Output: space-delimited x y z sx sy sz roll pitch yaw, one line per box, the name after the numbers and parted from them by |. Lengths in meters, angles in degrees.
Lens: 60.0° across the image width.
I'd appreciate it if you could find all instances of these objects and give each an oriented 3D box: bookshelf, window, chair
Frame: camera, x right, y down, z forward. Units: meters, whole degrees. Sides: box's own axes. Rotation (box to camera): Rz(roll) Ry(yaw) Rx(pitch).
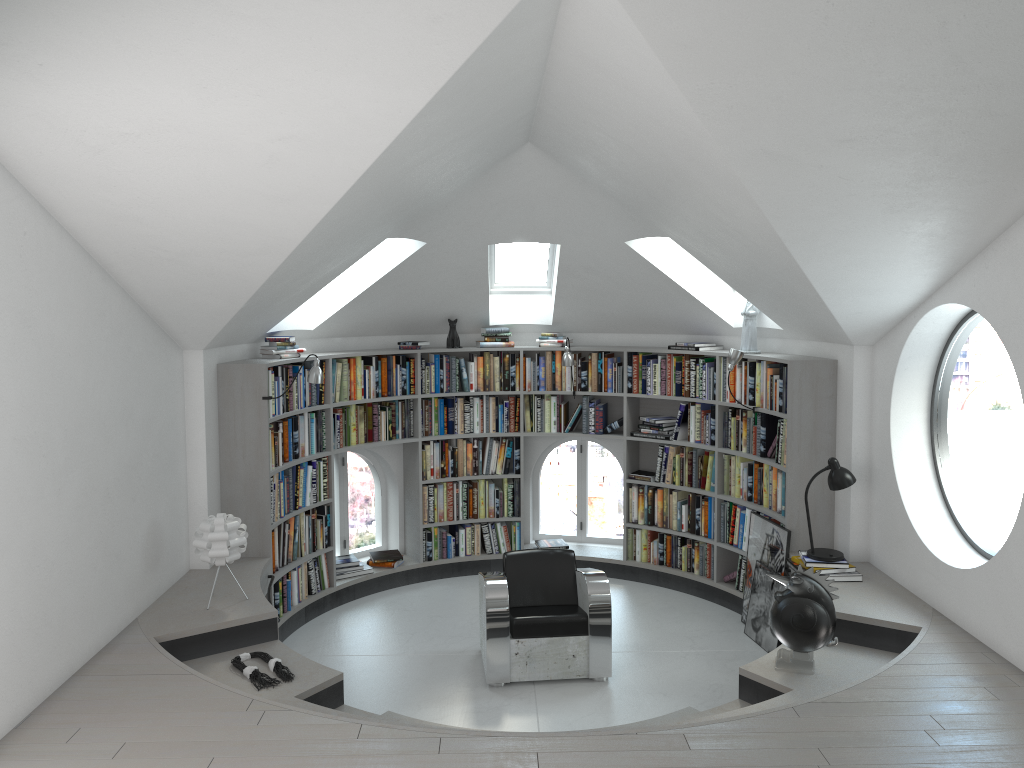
0.105 0.680 7.284 4.332 1.876 2.113 0 5 -1 | bookshelf
-0.425 1.020 8.154 3.231 1.148 0.618 -2 5 -15 | window
0.096 -1.084 7.164 4.055 0.712 1.937 0 5 -1 | window
2.757 0.271 4.973 0.104 1.467 1.474 0 5 -1 | window
0.204 1.563 6.068 0.823 0.718 0.743 -1 5 -6 | chair

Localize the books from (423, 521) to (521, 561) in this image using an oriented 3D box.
-0.389 1.397 8.088 1.019 0.306 0.288 -2 5 -16 | books

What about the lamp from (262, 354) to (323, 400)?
-1.530 -0.053 6.203 0.414 0.311 0.117 -1 4 -4 | lamp

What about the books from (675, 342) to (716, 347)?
1.554 -0.335 7.505 0.233 0.027 0.248 -3 6 -28 | books

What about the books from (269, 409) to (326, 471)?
-1.747 0.410 6.705 0.303 0.347 1.090 1 6 14 | books

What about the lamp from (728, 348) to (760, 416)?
1.754 -0.011 6.659 0.275 0.524 0.112 -1 4 -10 | lamp

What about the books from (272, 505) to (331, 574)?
-1.766 1.365 6.477 0.390 0.694 1.644 0 5 9 | books

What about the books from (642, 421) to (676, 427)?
1.300 0.341 7.772 0.214 0.036 0.227 -5 7 -41 | books

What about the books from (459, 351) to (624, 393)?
0.274 -0.122 8.019 1.565 0.366 0.394 0 5 4 | books

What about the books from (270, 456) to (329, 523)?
-1.711 0.789 6.695 0.260 0.358 1.022 1 6 16 | books

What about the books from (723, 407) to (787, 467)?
1.962 0.381 6.761 0.279 0.357 1.054 -2 6 -15 | books

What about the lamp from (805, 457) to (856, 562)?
2.071 0.806 5.775 0.322 0.659 0.234 1 4 14 | lamp

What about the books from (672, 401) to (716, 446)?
1.625 0.316 7.433 0.256 0.350 0.554 -5 7 -45 | books

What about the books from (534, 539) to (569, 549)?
0.366 1.486 8.198 0.268 0.029 0.253 -1 6 -11 | books

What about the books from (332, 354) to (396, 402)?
-1.325 -0.058 7.450 0.269 0.372 0.794 4 7 42 | books

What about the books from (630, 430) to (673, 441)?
1.300 0.436 7.779 0.388 0.042 0.366 4 7 39 | books

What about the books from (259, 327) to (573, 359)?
-0.788 -0.372 7.564 2.816 0.173 0.749 -4 6 -31 | books

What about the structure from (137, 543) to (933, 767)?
0.137 1.580 5.962 4.714 0.692 4.715 5 8 44 | structure

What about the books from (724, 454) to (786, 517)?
1.972 0.764 6.783 0.275 0.347 1.023 -2 6 -16 | books

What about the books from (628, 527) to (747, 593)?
1.580 1.446 7.456 0.360 0.310 1.499 -4 7 -39 | books

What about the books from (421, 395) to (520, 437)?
-0.403 0.268 8.054 1.028 0.358 0.301 -2 5 -15 | books

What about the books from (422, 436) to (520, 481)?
-0.390 0.650 8.040 0.998 0.351 0.298 -2 5 -18 | books

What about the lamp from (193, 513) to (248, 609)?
-1.739 1.045 5.307 0.305 0.524 0.306 -1 4 -13 | lamp

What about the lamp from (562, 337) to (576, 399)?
0.497 -0.133 7.754 0.113 0.565 0.358 0 4 6 | lamp

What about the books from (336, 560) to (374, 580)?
-1.435 1.581 7.582 0.366 0.042 0.388 -4 7 -34 | books

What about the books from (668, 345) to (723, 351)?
1.554 -0.307 7.507 0.317 0.036 0.336 -5 7 -38 | books

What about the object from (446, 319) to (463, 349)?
-0.514 -0.452 7.923 0.147 0.264 0.202 -1 5 -4 | object

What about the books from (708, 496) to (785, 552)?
1.939 1.138 6.871 0.304 0.358 1.186 -2 6 -20 | books

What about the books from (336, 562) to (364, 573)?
-1.435 1.547 7.580 0.269 0.031 0.286 -3 6 -25 | books

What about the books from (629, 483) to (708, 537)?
1.407 1.061 7.660 0.873 0.350 0.272 4 6 40 | books

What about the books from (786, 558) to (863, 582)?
2.038 1.216 5.809 0.365 0.042 0.389 0 6 -1 | books

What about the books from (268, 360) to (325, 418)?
-1.741 0.026 6.658 0.300 0.360 1.035 1 6 15 | books

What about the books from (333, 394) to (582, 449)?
-0.545 0.298 7.819 2.529 0.370 0.592 -2 6 -20 | books

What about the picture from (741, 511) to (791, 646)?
1.863 1.430 6.527 0.090 0.861 0.579 -1 5 -11 | picture

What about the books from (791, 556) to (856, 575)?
2.038 1.180 5.807 0.286 0.034 0.305 -1 6 -11 | books

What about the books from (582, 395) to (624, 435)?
0.848 0.274 7.948 0.399 0.340 0.224 1 5 19 | books

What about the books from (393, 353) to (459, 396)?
-0.790 -0.091 7.873 0.682 0.345 0.265 -3 5 -24 | books

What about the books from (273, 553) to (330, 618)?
-1.724 1.524 6.814 0.283 0.319 0.920 1 6 17 | books

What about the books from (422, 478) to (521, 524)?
-0.375 1.034 8.072 1.032 0.357 0.293 -2 5 -16 | books

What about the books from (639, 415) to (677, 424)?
1.300 0.310 7.770 0.269 0.031 0.286 -2 6 -21 | books

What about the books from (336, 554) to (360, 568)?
-1.435 1.515 7.577 0.213 0.036 0.227 -3 6 -25 | books

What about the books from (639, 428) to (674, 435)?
1.300 0.403 7.776 0.286 0.031 0.270 3 7 34 | books

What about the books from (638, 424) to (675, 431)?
1.300 0.372 7.774 0.269 0.031 0.286 -5 7 -41 | books

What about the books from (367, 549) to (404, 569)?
-1.103 1.535 7.759 0.318 0.099 0.292 0 5 0 | books

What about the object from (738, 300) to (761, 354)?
1.858 -0.471 6.936 0.179 0.472 0.179 0 4 8 | object

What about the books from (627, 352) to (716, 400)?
1.416 -0.085 7.571 0.970 0.367 0.306 5 7 42 | books

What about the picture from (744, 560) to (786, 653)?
1.824 1.607 6.359 0.107 0.554 0.490 -1 5 -11 | picture

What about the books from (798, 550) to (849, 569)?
2.037 1.148 5.805 0.269 0.031 0.286 1 6 9 | books

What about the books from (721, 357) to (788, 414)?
1.958 -0.003 6.745 0.293 0.361 1.016 -2 6 -19 | books

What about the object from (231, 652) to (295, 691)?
-1.335 1.520 4.730 0.218 0.082 0.473 -5 7 -38 | object

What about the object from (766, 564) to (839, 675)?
1.547 1.240 4.731 0.320 0.561 0.321 -3 5 -28 | object

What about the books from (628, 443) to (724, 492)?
1.462 0.686 7.569 0.974 0.351 0.252 4 7 41 | books
